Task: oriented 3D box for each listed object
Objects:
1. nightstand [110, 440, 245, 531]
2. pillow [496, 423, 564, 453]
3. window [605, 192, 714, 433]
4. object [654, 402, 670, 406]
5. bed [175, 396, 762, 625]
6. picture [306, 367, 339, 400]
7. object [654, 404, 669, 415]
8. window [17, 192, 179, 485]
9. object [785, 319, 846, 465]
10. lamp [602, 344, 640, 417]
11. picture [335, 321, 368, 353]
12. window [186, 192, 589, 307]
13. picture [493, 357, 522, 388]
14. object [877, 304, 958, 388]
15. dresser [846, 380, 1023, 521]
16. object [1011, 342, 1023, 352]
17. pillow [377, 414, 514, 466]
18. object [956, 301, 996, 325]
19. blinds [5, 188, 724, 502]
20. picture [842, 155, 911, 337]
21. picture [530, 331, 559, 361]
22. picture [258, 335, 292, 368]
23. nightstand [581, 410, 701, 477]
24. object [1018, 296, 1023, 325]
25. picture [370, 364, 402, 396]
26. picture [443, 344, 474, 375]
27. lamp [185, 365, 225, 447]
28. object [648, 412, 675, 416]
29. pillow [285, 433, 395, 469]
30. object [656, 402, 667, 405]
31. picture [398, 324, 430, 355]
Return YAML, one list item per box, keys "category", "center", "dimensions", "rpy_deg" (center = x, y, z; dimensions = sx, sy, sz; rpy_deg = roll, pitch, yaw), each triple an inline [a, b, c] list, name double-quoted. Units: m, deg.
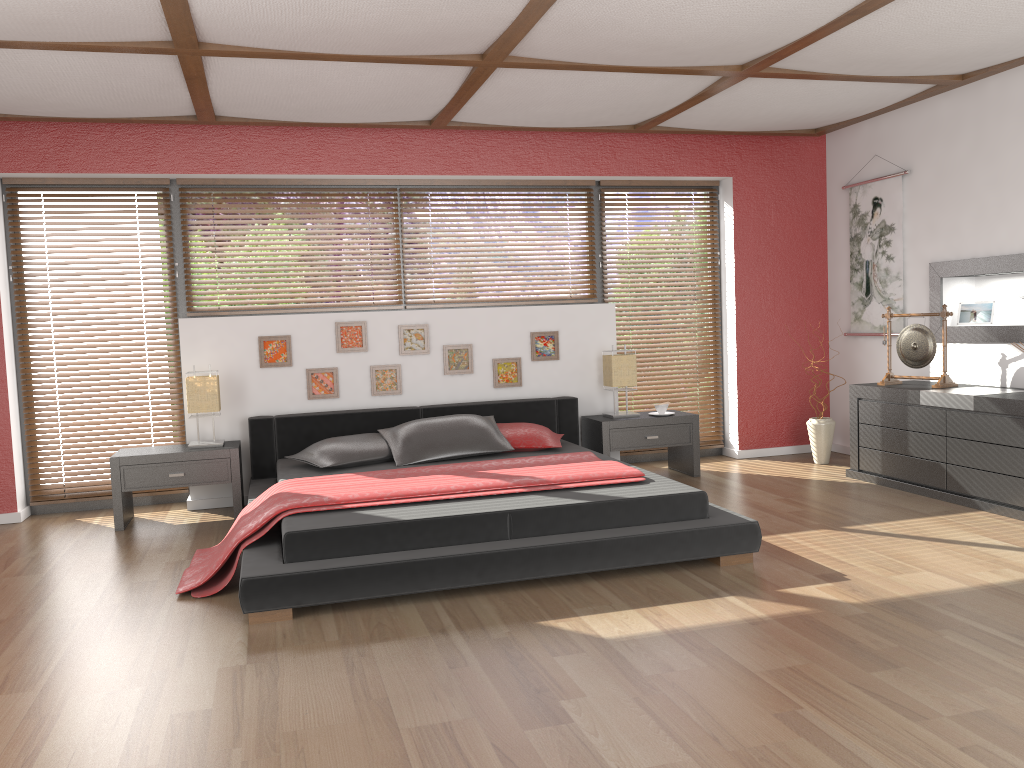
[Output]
- category: "nightstand"
  center: [-1.983, 0.596, 5.308]
  dimensions: [0.700, 0.423, 0.413]
  rpy_deg: [-3, 4, -15]
- category: "pillow"
  center: [-0.047, 0.337, 5.538]
  dimensions: [0.745, 0.172, 0.418]
  rpy_deg: [-2, 4, 4]
- category: "window"
  center: [1.122, -0.523, 6.728]
  dimensions: [0.889, 1.893, 0.020]
  rpy_deg: [-3, 4, -15]
- category: "object"
  center: [1.021, 0.136, 6.042]
  dimensions: [0.007, 0.007, 0.192]
  rpy_deg: [2, 6, 44]
- category: "bed"
  center: [-0.423, 0.500, 4.696]
  dimensions: [2.469, 0.577, 2.413]
  rpy_deg: [-3, 4, -15]
- category: "picture"
  center: [-1.224, -0.003, 5.738]
  dimensions: [0.200, 0.200, 0.010]
  rpy_deg: [-3, 4, -15]
- category: "object"
  center: [1.022, 0.173, 6.061]
  dimensions: [0.099, 0.069, 0.099]
  rpy_deg: [-2, 4, 10]
- category: "window"
  center: [-2.634, -0.301, 5.696]
  dimensions: [0.889, 1.893, 0.020]
  rpy_deg: [-3, 4, -15]
- category: "object"
  center: [2.140, 0.055, 6.298]
  dimensions: [0.422, 1.035, 0.364]
  rpy_deg: [-6, 5, -40]
- category: "lamp"
  center: [0.739, -0.029, 6.070]
  dimensions: [0.200, 0.480, 0.200]
  rpy_deg: [-3, 4, -15]
- category: "picture"
  center: [-1.044, -0.306, 5.770]
  dimensions: [0.200, 0.200, 0.010]
  rpy_deg: [-3, 4, -15]
- category: "window"
  center: [-0.776, -0.953, 6.175]
  dimensions: [2.817, 0.786, 0.020]
  rpy_deg: [-3, 4, -15]
- category: "picture"
  center: [-0.031, -0.077, 6.066]
  dimensions: [0.200, 0.200, 0.010]
  rpy_deg: [-3, 4, -15]
- category: "object"
  center: [2.489, -0.237, 5.459]
  dimensions: [0.173, 0.498, 0.490]
  rpy_deg: [-5, 5, -30]
- category: "dresser"
  center: [2.667, 0.338, 5.023]
  dimensions: [0.540, 0.608, 1.740]
  rpy_deg: [-3, 4, -15]
- category: "object"
  center: [2.785, -0.071, 4.461]
  dimensions: [0.481, 0.282, 0.481]
  rpy_deg: [1, 5, 41]
- category: "pillow"
  center: [-0.396, 0.316, 5.295]
  dimensions: [0.744, 0.241, 0.386]
  rpy_deg: [-4, 4, -20]
- category: "object"
  center: [2.908, -0.445, 5.561]
  dimensions: [0.041, 0.146, 0.226]
  rpy_deg: [-5, 5, -35]
- category: "blinds"
  center: [-0.738, -0.372, 6.149]
  dimensions: [4.840, 1.952, 0.032]
  rpy_deg: [-3, 4, -15]
- category: "picture"
  center: [2.558, -0.969, 6.245]
  dimensions: [0.028, 1.270, 0.701]
  rpy_deg: [-3, 4, -15]
- category: "picture"
  center: [0.228, -0.261, 6.127]
  dimensions: [0.200, 0.200, 0.010]
  rpy_deg: [-3, 4, -15]
- category: "picture"
  center: [-1.507, -0.207, 5.648]
  dimensions: [0.200, 0.200, 0.010]
  rpy_deg: [-3, 4, -15]
- category: "nightstand"
  center: [0.883, 0.427, 6.095]
  dimensions: [0.700, 0.423, 0.413]
  rpy_deg: [-3, 4, -15]
- category: "object"
  center: [3.048, -0.431, 5.181]
  dimensions: [0.159, 0.171, 0.159]
  rpy_deg: [0, 5, 33]
- category: "picture"
  center: [-0.829, -0.026, 5.847]
  dimensions: [0.200, 0.200, 0.010]
  rpy_deg: [-3, 4, -15]
- category: "picture"
  center: [-0.361, -0.165, 5.969]
  dimensions: [0.200, 0.200, 0.010]
  rpy_deg: [-3, 4, -15]
- category: "lamp"
  center: [-1.858, 0.125, 5.356]
  dimensions: [0.200, 0.480, 0.200]
  rpy_deg: [-3, 4, -15]
- category: "object"
  center: [1.023, 0.205, 6.063]
  dimensions: [0.179, 0.012, 0.179]
  rpy_deg: [-2, 4, 10]
- category: "pillow"
  center: [-0.910, 0.392, 5.246]
  dimensions: [0.745, 0.172, 0.418]
  rpy_deg: [-6, 5, -40]
- category: "object"
  center: [1.023, 0.134, 6.065]
  dimensions: [0.007, 0.007, 0.192]
  rpy_deg: [1, 5, 39]
- category: "picture"
  center: [-0.650, -0.294, 5.881]
  dimensions: [0.200, 0.200, 0.010]
  rpy_deg: [-3, 4, -15]
